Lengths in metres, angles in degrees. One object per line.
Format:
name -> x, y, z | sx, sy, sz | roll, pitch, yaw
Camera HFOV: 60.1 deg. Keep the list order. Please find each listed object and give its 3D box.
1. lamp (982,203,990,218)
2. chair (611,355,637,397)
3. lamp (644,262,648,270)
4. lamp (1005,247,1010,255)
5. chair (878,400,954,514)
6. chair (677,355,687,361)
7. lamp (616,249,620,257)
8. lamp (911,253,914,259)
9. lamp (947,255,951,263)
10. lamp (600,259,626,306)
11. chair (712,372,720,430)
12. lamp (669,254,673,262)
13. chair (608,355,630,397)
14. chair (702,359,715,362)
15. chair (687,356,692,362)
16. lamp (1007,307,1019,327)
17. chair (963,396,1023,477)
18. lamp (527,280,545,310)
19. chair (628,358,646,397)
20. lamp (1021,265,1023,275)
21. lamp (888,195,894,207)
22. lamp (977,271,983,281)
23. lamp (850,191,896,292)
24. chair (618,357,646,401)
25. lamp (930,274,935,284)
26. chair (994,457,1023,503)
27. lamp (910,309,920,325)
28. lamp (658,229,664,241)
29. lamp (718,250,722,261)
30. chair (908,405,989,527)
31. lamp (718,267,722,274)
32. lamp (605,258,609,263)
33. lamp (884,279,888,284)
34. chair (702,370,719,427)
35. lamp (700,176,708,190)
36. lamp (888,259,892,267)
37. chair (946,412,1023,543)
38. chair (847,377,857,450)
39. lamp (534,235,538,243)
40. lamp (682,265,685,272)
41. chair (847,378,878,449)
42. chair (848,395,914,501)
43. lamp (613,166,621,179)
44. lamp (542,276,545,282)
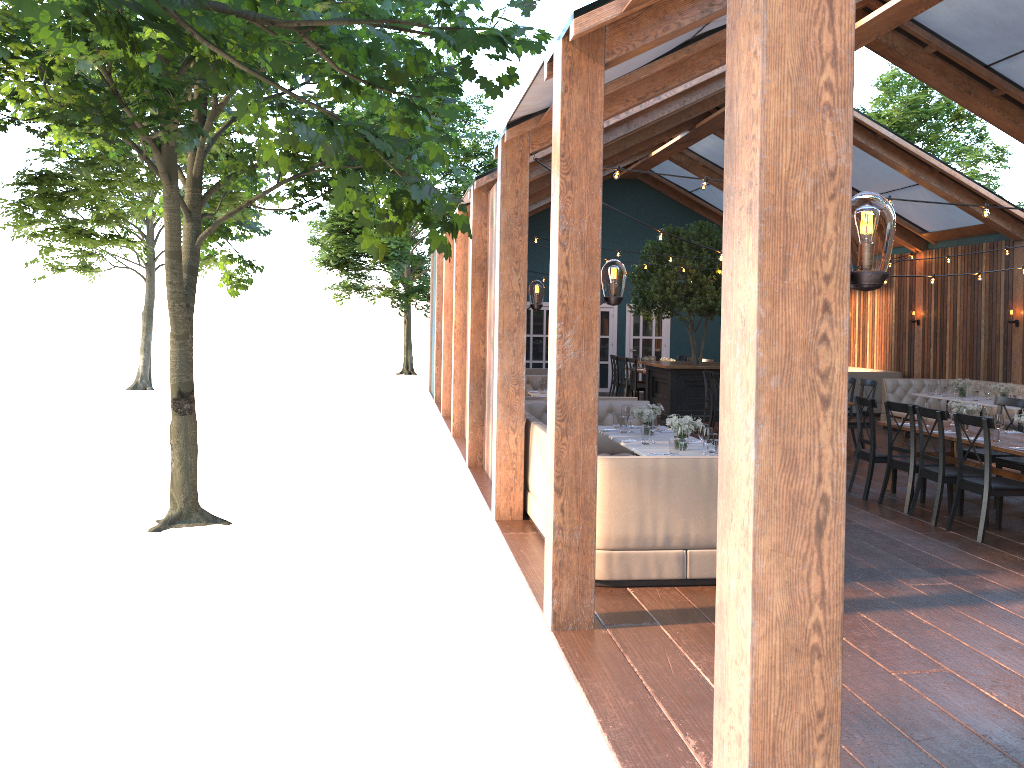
lamp -> 3.901, -1.429, 7.283 | 0.056, 0.121, 0.056 | 1, 1, 7
chair -> 2.424, -0.095, 19.114 | 0.539, 1.020, 0.478 | 1, 1, -3
lamp -> 2.220, -1.962, 14.698 | 0.056, 0.120, 0.056 | 1, 1, -20
lamp -> 6.809, -1.830, 12.167 | 0.063, 0.118, 0.056 | 1, 1, -14
chair -> 3.916, 0.688, 8.556 | 0.539, 1.020, 0.478 | 1, 1, -11
chair -> 3.636, -0.125, 19.844 | 0.539, 1.020, 0.478 | 1, 1, -13
lamp -> 1.564, -1.929, 13.014 | 0.056, 0.121, 0.056 | 1, 1, 4
lamp -> 7.765, -2.479, 17.163 | 0.056, 0.120, 0.056 | 1, 1, 21
lamp -> 6.070, -1.739, 12.296 | 0.056, 0.121, 0.056 | 1, 1, 13
lamp -> 0.573, -0.565, 5.132 | 0.178, 0.320, 0.146 | 1, 1, -8
chair -> 3.243, 0.354, 13.057 | 0.539, 1.020, 0.478 | 1, 1, -13
lamp -> 2.314, -1.836, 12.906 | 0.056, 0.121, 0.056 | 1, 1, 1
chair -> 2.428, -0.135, 19.680 | 0.539, 1.020, 0.478 | 1, 1, -2
chair -> 3.844, -0.001, 18.159 | 0.539, 1.019, 0.478 | 1, 1, -25
chair -> 3.711, -0.084, 19.289 | 0.539, 1.020, 0.478 | 1, 1, -3
lamp -> 8.200, -1.099, 14.497 | 0.178, 0.320, 0.146 | 1, 1, -8
chair -> 5.068, 0.656, 9.291 | 0.539, 1.020, 0.478 | 1, 1, -8
lamp -> 0.203, -0.767, 7.857 | 0.178, 0.320, 0.146 | 1, 1, -8
chair -> 2.637, -0.012, 18.012 | 0.539, 1.020, 0.478 | 1, 1, -8
lamp -> 6.235, -1.392, 10.776 | 0.056, 0.120, 0.056 | 1, 1, 20
lamp -> 3.156, -1.517, 7.387 | 0.056, 0.120, 0.056 | 0, 1, -32
lamp -> 5.540, -1.281, 10.474 | 0.056, 0.121, 0.056 | 1, 1, -20
lamp -> 0.944, -0.362, 2.396 | 0.178, 0.320, 0.146 | 1, 1, -8
chair -> 2.514, -0.054, 18.561 | 0.539, 1.020, 0.478 | 1, 1, -13
lamp -> 4.838, -1.209, 10.177 | 0.056, 0.120, 0.056 | 1, 1, 11
chair -> 5.143, 0.697, 8.736 | 0.539, 1.020, 0.478 | 1, 1, -13
lamp -> 7.831, -1.300, 17.218 | 0.178, 0.320, 0.146 | 1, 1, -8
lamp -> 1.432, -1.438, 8.525 | 0.056, 0.119, 0.059 | 1, 1, 23
lamp -> 2.097, -1.287, 8.858 | 0.056, 0.120, 0.056 | 1, 1, -11
chair -> 3.963, 0.728, 8.010 | 0.539, 1.020, 0.478 | 1, 1, -2
lamp -> 3.604, -1.965, 15.342 | 0.056, 0.121, 0.056 | 1, 1, 17
lamp -> 1.537, -1.992, 14.360 | 0.056, 0.120, 0.056 | 0, 1, -42
lamp -> 4.155, -1.171, 9.847 | 0.056, 0.120, 0.056 | 1, 1, -2
chair -> 3.204, 0.313, 13.616 | 0.539, 1.020, 0.478 | 1, 1, -3
lamp -> 1.659, -1.732, 7.639 | 0.056, 0.114, 0.075 | 1, 1, -9
lamp -> 5.316, -1.698, 12.446 | 0.067, 0.117, 0.056 | 0, 2, -44
chair -> 4.045, 0.769, 7.456 | 0.539, 1.020, 0.478 | 1, 1, -8
chair -> 4.608, 0.406, 12.677 | 0.539, 1.020, 0.478 | 1, 1, -8
lamp -> 0.359, -2.154, 13.178 | 0.056, 0.121, 0.056 | 1, 1, -5
lamp -> 2.914, -1.955, 15.014 | 0.056, 0.121, 0.056 | 1, 1, -27
chair -> 4.684, 0.447, 12.122 | 0.539, 1.020, 0.478 | 1, 1, -3
chair -> 3.811, 0.646, 9.114 | 0.539, 1.020, 0.478 | 1, 1, 0
lamp -> 0.915, -1.849, 7.737 | 0.056, 0.118, 0.064 | 0, 1, -34
lamp -> 0.662, -2.196, 18.550 | 0.056, 0.119, 0.059 | 1, 1, -4
